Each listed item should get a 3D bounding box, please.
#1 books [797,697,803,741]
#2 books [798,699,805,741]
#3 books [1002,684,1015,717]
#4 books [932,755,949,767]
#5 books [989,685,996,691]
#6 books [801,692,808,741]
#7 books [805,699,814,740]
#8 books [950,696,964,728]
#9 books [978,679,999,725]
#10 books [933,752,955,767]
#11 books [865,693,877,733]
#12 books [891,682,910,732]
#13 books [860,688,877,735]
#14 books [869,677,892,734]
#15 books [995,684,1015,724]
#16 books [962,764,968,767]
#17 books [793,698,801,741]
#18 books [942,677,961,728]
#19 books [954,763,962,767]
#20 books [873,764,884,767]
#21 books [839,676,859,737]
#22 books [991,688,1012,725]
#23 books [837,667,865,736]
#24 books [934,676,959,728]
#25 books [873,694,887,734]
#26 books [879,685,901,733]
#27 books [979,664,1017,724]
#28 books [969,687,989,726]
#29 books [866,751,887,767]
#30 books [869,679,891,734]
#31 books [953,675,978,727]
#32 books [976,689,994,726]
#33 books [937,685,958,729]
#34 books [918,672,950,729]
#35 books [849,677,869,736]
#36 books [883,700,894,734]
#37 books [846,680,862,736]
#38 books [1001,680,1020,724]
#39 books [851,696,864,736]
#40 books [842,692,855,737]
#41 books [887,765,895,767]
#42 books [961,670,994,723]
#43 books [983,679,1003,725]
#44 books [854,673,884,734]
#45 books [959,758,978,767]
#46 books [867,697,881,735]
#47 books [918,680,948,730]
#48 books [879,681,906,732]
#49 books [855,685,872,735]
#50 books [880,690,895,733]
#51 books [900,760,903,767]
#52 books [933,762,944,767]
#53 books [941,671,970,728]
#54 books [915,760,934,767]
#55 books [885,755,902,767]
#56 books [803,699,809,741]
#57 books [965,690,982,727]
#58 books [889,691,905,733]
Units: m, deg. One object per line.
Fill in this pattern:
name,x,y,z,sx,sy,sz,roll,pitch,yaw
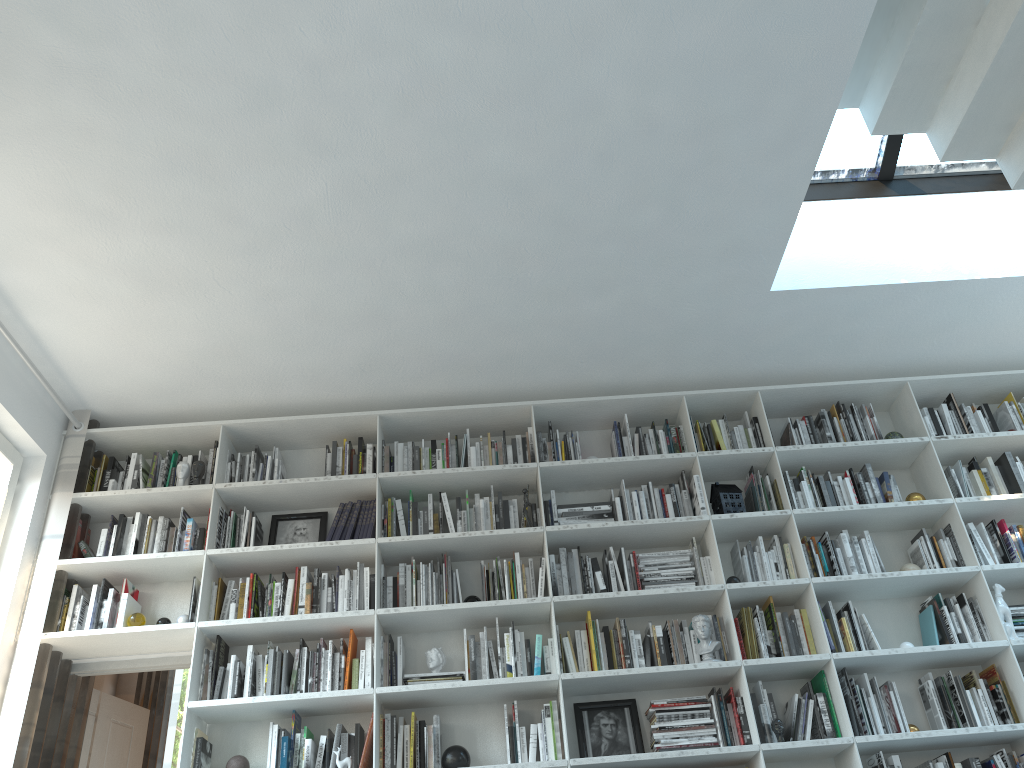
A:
books,1.312,1.588,4.120,0.095,0.224,0.145,-4,-34,-2
books,1.323,1.590,4.112,0.090,0.211,0.144,-4,-34,-2
books,2.309,1.525,4.171,0.007,0.234,0.132,-4,-34,-2
books,1.946,1.825,3.960,0.012,0.283,0.160,-4,-34,-2
books,2.260,1.532,4.150,0.016,0.204,0.142,-4,-34,-2
books,1.338,1.576,4.119,0.094,0.237,0.150,-4,-34,-2
books,1.356,1.590,4.109,0.091,0.204,0.170,-4,-34,-2
books,2.053,1.553,4.157,0.031,0.207,0.123,-4,-34,-2
books,2.190,1.519,4.142,0.018,0.228,0.183,-4,-34,-2
books,1.958,1.809,3.944,0.012,0.291,0.176,-4,-34,-2
books,1.639,1.560,4.120,0.013,0.217,0.161,-4,-34,-2
books,1.789,1.541,4.141,0.013,0.250,0.173,-4,-34,-2
books,1.627,1.550,4.111,0.011,0.225,0.189,-4,-34,-2
books,1.715,1.536,4.153,0.006,0.283,0.160,-4,-34,-2
books,2.275,1.527,4.142,0.013,0.202,0.159,-4,-34,-2
books,2.032,1.838,3.953,0.021,0.241,0.132,-4,-34,-2
books,1.297,1.583,4.097,0.089,0.209,0.176,-4,-34,-2
books,2.032,1.523,4.153,0.008,0.257,0.159,-4,-34,-2
books,1.981,1.829,3.934,0.031,0.242,0.185,-4,-34,-2
books,1.637,1.838,3.918,0.023,0.261,0.187,-4,-34,-2
books,1.560,1.536,4.142,0.018,0.293,0.178,-4,-34,-2
books,2.245,1.528,4.119,0.016,0.179,0.190,-4,-34,-2
books,1.589,1.523,4.168,0.007,0.340,0.150,-4,-34,-2
books,2.020,1.523,4.154,0.015,0.260,0.150,-4,-34,-2
books,1.686,1.569,4.126,0.013,0.202,0.168,-4,-34,-2
books,1.748,1.548,4.134,0.015,0.237,0.177,-4,-34,-2
books,2.281,1.484,4.161,0.007,0.294,0.163,-4,-34,-2
books,2.150,1.536,4.132,0.015,0.194,0.176,-4,-34,-2
books,1.652,1.815,3.935,0.010,0.314,0.188,-4,-34,-2
books,1.696,1.536,4.134,0.012,0.265,0.184,-4,-34,-2
books,2.089,1.512,4.137,0.018,0.249,0.185,-4,-34,-2
books,2.167,1.538,4.126,0.019,0.182,0.191,-4,-34,-2
books,2.006,1.535,4.129,0.016,0.214,0.178,-4,-34,-2
books,1.988,1.521,4.172,0.016,0.288,0.132,-4,-34,-2
books,1.604,1.533,4.133,0.005,0.282,0.160,-4,-34,-2
books,1.728,1.578,4.124,0.013,0.178,0.141,-4,-34,-2
books,1.572,1.540,4.137,0.006,0.280,0.156,-4,-34,-2
books,2.317,1.524,4.161,0.009,0.222,0.147,-4,-34,-2
books,1.584,1.575,4.122,0.013,0.203,0.155,-4,-34,-2
books,1.547,1.567,4.137,0.011,0.238,0.137,-4,-34,-2
books,1.685,1.839,3.920,0.023,0.255,0.179,-4,-34,-2
books,2.176,1.501,4.154,0.006,0.272,0.174,-4,-34,-2
books,2.225,1.523,4.154,0.021,0.230,0.156,-4,-34,-2
books,1.662,1.522,4.137,0.014,0.295,0.176,-4,-34,-2
books,2.054,1.819,3.945,0.026,0.261,0.174,-4,-34,-2
books,1.653,1.570,4.107,0.013,0.185,0.185,-4,-34,-2
books,1.972,1.531,4.151,0.019,0.250,0.131,-4,-34,-2
books,1.775,1.538,4.142,0.014,0.259,0.142,-4,-34,-2
books,1.614,1.548,4.125,0.013,0.247,0.166,-4,-34,-2
books,1.737,1.560,4.137,0.008,0.221,0.134,-4,-34,-2
books,1.731,1.832,3.934,0.010,0.275,0.175,-4,-34,-2
books,1.904,1.831,3.934,0.025,0.251,0.182,-4,-34,-2
books,2.075,1.513,4.168,0.007,0.283,0.160,-4,-34,-2
books,1.872,1.832,3.946,0.014,0.266,0.172,-4,-34,-2
books,1.710,1.821,3.930,0.030,0.292,0.189,-4,-34,-2
books,1.343,1.592,4.120,0.090,0.214,0.140,-4,-34,-2
books,2.110,1.538,4.118,0.018,0.181,0.183,-4,-34,-2
books,1.763,1.558,4.123,0.014,0.206,0.181,-4,-34,-2
